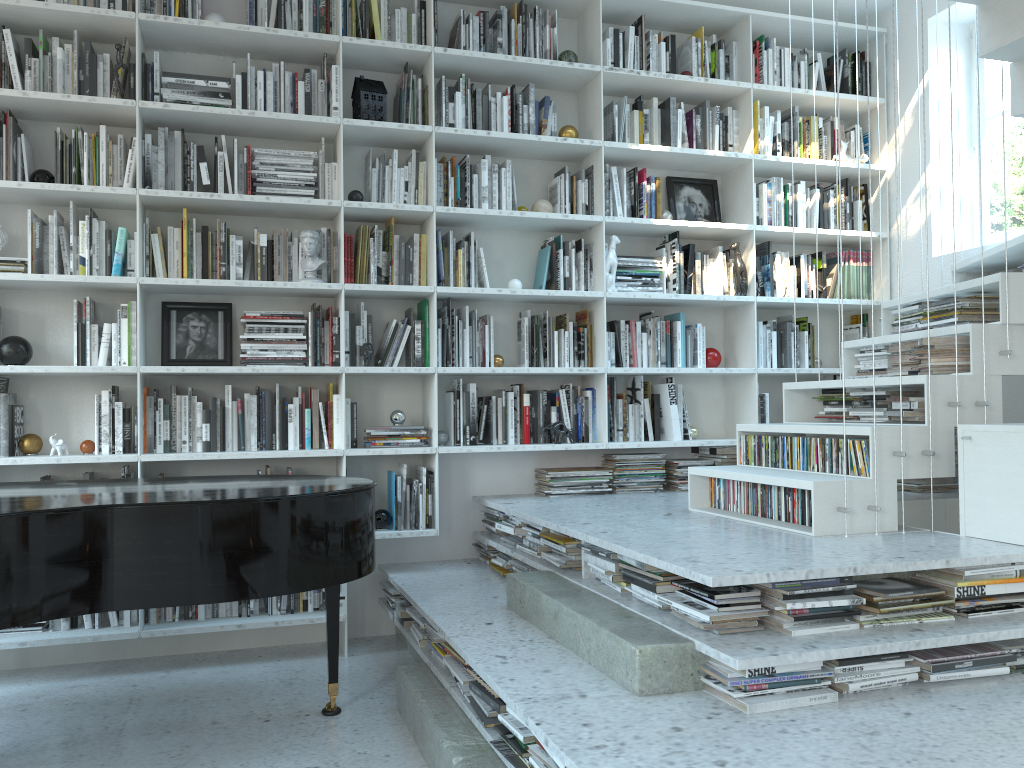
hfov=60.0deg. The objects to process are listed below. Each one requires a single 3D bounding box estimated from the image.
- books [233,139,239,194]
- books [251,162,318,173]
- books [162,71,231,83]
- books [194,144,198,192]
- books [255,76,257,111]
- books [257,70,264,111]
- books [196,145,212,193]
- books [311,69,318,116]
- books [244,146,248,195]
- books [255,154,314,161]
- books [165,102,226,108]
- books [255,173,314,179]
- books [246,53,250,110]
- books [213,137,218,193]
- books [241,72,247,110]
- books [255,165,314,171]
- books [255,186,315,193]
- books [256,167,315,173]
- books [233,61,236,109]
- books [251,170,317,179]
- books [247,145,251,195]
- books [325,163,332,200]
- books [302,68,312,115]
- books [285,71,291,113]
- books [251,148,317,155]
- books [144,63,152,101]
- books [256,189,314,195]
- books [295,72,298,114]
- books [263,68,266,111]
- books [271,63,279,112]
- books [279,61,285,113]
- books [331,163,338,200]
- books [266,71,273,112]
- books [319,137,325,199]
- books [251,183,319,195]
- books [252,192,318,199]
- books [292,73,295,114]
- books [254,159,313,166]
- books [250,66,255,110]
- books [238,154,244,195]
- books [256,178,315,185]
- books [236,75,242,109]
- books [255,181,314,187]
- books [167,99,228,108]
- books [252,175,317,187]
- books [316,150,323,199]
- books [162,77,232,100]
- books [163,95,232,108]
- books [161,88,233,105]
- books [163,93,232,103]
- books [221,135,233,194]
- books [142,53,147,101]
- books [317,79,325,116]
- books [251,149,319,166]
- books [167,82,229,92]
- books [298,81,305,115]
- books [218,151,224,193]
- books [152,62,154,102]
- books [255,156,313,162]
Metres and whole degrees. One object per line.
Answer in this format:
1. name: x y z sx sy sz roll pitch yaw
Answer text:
1. books: -1.239 -0.938 3.977 0.021 0.269 0.191 0 -1 -18
2. books: -1.043 -0.980 4.060 0.285 0.012 0.159 0 -2 -19
3. books: -1.402 -1.339 3.956 0.285 0.024 0.159 0 -2 -18
4. books: -1.404 -0.923 3.936 0.011 0.239 0.147 0 -1 -18
5. books: -1.165 -1.272 4.029 0.011 0.204 0.133 0 -1 -18
6. books: -1.143 -1.279 4.021 0.027 0.216 0.190 0 -1 -18
7. books: -1.365 -0.922 3.942 0.066 0.236 0.153 0 -1 -18
8. books: -0.921 -1.302 4.103 0.029 0.261 0.133 0 -1 -18
9. books: -1.201 -0.926 3.996 0.015 0.245 0.183 0 -1 -18
10. books: -1.045 -1.018 4.063 0.254 0.012 0.161 0 -2 -18
11. books: -1.399 -1.212 3.943 0.254 0.012 0.161 0 -2 -13
12. books: -1.043 -0.932 4.059 0.254 0.012 0.161 0 -2 -17
13. books: -1.188 -1.313 3.993 0.011 0.284 0.190 0 -1 -18
14. books: -1.327 -0.946 3.968 0.022 0.285 0.130 0 -1 -18
15. books: -1.217 -1.281 4.026 0.024 0.223 0.128 0 -1 -18
16. books: -1.042 -0.968 4.058 0.254 0.012 0.161 0 -2 -16
17. books: -1.042 -0.871 4.058 0.254 0.012 0.161 0 -2 -19
18. books: -1.042 -0.956 4.056 0.254 0.012 0.161 0 -2 -21
19. books: -1.250 -1.297 3.990 0.012 0.254 0.161 0 -1 -18
20. books: -1.041 -0.944 4.055 0.285 0.012 0.159 0 -2 -15
21. books: -1.184 -0.928 3.989 0.013 0.247 0.176 0 -1 -18
22. books: -0.860 -0.904 4.113 0.029 0.198 0.172 0 -1 -18
23. books: -0.945 -1.296 4.078 0.032 0.248 0.173 0 -1 -18
24. books: -1.030 -1.283 4.050 0.023 0.223 0.190 0 -1 -18
25. books: -1.044 -1.043 4.059 0.285 0.012 0.159 0 -2 -16
26. books: -1.584 -1.270 3.875 0.027 0.201 0.167 0 -1 -18
27. books: -1.042 -0.859 4.060 0.254 0.012 0.161 0 -2 -18
28. books: -0.994 -1.286 4.067 0.012 0.230 0.158 0 -1 -18
29. books: -1.129 -1.293 4.039 0.012 0.244 0.131 0 -1 -18
30. books: -1.085 -1.307 4.064 0.029 0.273 0.140 0 -1 -18
31. books: -1.054 -1.306 4.052 0.023 0.269 0.185 0 -1 -18
32. books: -0.834 -0.907 4.128 0.030 0.205 0.158 0 -1 -18
33. books: -1.106 -1.280 4.036 0.028 0.219 0.183 0 -1 -18
34. books: -0.882 -0.964 4.110 0.012 0.319 0.140 0 -1 -18
35. books: -1.040 -0.884 4.054 0.285 0.012 0.159 0 -2 -21
36. books: -1.041 -0.847 4.058 0.285 0.012 0.159 0 -2 -17
37. books: -1.007 -1.286 4.070 0.010 0.230 0.152 0 -1 -18
38. books: -1.041 -0.993 4.052 0.254 0.012 0.161 0 -2 -13
39. books: -1.177 -1.289 4.013 0.021 0.237 0.171 0 -1 -18
40. books: -1.222 -0.912 3.998 0.024 0.216 0.132 0 -1 -18
41. books: -1.041 -0.908 4.057 0.254 0.012 0.161 0 -2 -20
42. books: -1.231 -1.264 3.991 0.025 0.187 0.193 0 -1 -18
43. books: -1.041 -0.896 4.057 0.254 0.012 0.161 0 -2 -16
44. books: -1.400 -1.224 3.947 0.254 0.012 0.161 0 -2 -21
45. books: -1.043 -0.920 4.059 0.285 0.012 0.159 0 -2 -17
46. books: -0.888 -0.932 4.091 0.012 0.254 0.161 0 -1 -18
47. books: -1.400 -1.315 3.951 0.285 0.024 0.159 0 -2 -16
48. books: -1.400 -1.236 3.947 0.285 0.012 0.159 0 -2 -21
49. books: -1.398 -1.266 3.944 0.285 0.024 0.159 0 -2 -13
50. books: -1.401 -1.248 3.950 0.285 0.012 0.159 0 -2 -20
51. books: -1.277 -0.949 3.980 0.049 0.291 0.162 0 -1 -18
52. books: -1.609 -1.296 3.889 0.012 0.254 0.161 0 -1 -18
53. books: -0.889 -1.273 4.098 0.029 0.202 0.191 0 -1 -18
54. books: -1.041 -1.031 4.052 0.285 0.012 0.159 0 -2 -23
55. books: -1.399 -1.291 3.947 0.254 0.025 0.161 0 -2 -22
56. books: -0.973 -1.265 4.070 0.029 0.188 0.176 0 -1 -18
57. books: -1.302 -0.912 3.969 0.024 0.216 0.148 0 -1 -18
58. books: -1.570 -1.278 3.894 0.013 0.218 0.141 0 -1 -18
59. books: -1.043 -1.006 4.058 0.254 0.012 0.161 0 -2 -16
